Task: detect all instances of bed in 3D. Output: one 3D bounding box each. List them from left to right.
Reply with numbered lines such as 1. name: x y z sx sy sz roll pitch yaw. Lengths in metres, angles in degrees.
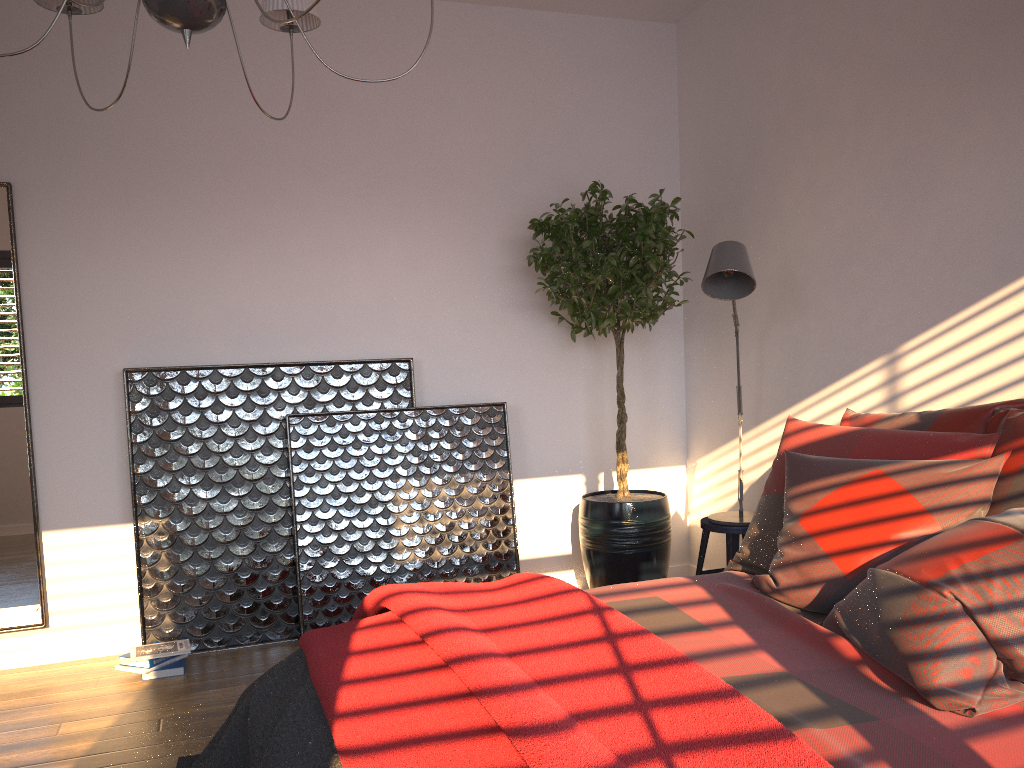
1. bed: 0.615 0.741 2.016 2.311 0.772 2.032 -3 2 -19

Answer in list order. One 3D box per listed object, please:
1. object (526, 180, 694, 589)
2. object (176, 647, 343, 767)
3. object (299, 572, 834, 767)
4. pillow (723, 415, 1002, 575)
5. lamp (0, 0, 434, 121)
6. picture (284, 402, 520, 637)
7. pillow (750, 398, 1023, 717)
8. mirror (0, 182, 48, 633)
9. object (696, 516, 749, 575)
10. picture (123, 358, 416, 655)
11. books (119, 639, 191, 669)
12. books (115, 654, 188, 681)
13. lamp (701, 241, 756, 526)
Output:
1. object: 0.467 0.072 4.217 0.800 2.027 0.810 -3 4 -16
2. object: -0.139 0.876 1.753 1.120 0.570 2.501 -3 2 -19
3. object: -0.018 0.839 1.832 0.682 0.662 2.640 -3 2 -18
4. pillow: 1.188 0.397 2.271 0.527 0.553 1.811 -3 2 -18
5. lamp: -0.710 -1.208 1.846 1.245 1.083 1.098 -3 3 -19
6. picture: -0.480 0.622 4.065 1.024 1.031 0.209 -3 4 -19
7. pillow: 1.183 0.427 2.186 1.143 0.736 2.138 -3 2 -21
8. mirror: -2.338 0.120 3.594 0.682 1.862 0.065 -4 5 -19
9. object: 0.994 0.828 3.842 0.341 0.482 0.337 -3 4 -19
10. picture: -1.029 0.531 3.988 1.247 1.257 0.171 -3 4 -19
11. books: -1.465 1.102 3.631 0.270 0.050 0.257 -3 2 -23
12. books: -1.431 1.150 3.629 0.258 0.050 0.269 -2 2 26
13. lamp: 0.876 0.032 3.547 0.279 1.131 0.785 -1 4 21
